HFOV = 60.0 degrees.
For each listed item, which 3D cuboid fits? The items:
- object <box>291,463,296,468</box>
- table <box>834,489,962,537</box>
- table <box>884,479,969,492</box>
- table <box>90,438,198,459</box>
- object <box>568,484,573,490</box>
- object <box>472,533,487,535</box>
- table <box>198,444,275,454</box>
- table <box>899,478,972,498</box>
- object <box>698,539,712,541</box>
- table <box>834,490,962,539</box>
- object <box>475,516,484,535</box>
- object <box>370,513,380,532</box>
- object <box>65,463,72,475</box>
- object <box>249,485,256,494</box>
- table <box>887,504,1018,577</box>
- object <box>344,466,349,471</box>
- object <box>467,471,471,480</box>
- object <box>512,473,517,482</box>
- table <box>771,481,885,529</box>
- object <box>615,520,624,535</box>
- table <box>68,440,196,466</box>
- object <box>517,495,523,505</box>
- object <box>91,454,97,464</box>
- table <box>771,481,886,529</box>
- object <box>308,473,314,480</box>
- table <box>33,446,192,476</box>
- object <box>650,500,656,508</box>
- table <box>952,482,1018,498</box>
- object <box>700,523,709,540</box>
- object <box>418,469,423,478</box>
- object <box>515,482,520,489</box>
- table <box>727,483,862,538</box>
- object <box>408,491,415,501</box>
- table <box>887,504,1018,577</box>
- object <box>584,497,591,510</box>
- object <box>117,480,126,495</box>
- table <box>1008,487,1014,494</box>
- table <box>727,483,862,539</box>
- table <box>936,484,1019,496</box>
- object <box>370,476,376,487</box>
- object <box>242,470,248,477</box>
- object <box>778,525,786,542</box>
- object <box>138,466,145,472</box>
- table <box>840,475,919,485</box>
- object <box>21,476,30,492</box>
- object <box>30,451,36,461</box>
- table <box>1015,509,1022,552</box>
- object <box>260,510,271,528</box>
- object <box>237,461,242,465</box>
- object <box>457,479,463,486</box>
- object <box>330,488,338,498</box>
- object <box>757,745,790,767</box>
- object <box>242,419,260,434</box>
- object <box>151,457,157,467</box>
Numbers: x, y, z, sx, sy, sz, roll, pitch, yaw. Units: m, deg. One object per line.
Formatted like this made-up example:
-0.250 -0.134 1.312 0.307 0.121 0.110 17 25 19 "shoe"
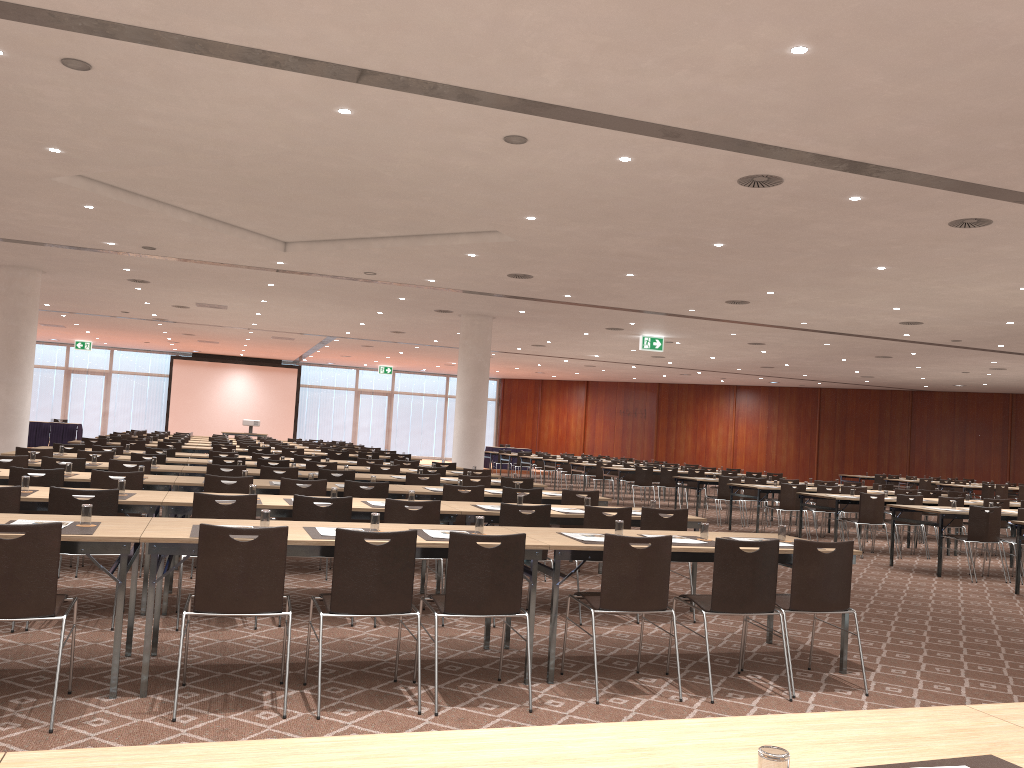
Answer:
-2.732 1.050 11.087 0.054 0.114 0.054 5 -3 -30 "object"
7.209 2.440 16.536 2.267 0.832 0.953 5 -3 -18 "table"
12.181 3.282 26.090 2.267 0.832 0.953 5 -3 -18 "table"
-8.086 1.670 19.352 2.267 0.832 0.953 5 -3 -18 "table"
0.666 1.202 10.123 0.054 0.114 0.054 1 -3 38 "object"
-0.207 0.951 5.605 0.102 0.001 0.102 1 -4 38 "object"
-5.938 1.841 20.066 2.267 0.832 0.953 5 -3 -18 "table"
13.695 3.522 28.700 2.267 0.832 0.953 5 -3 -18 "table"
1.325 1.072 6.110 0.102 0.001 0.102 1 -4 38 "object"
7.209 2.440 16.536 2.267 0.832 0.953 5 -3 -18 "table"
-0.205 0.893 5.599 0.054 0.114 0.054 1 -3 38 "object"
-0.833 0.843 5.395 0.054 0.114 0.054 1 -3 38 "object"
-4.240 0.811 8.484 0.054 0.114 0.054 1 -3 38 "object"
-2.074 0.863 7.086 0.054 0.114 0.054 5 -3 -30 "object"
6.328 2.132 12.029 2.267 0.832 0.953 5 -3 -18 "table"
-2.110 1.099 11.290 0.054 0.114 0.054 3 -3 15 "object"
-0.571 1.221 11.801 0.054 0.114 0.054 1 -3 38 "object"
0.033 1.270 12.014 0.054 0.114 0.054 5 -3 -30 "object"
6.575 2.509 18.432 2.267 0.832 0.953 5 -3 -18 "table"
0.714 0.966 5.913 0.054 0.114 0.054 3 -3 15 "object"
-7.452 1.601 17.456 2.267 0.832 0.953 5 -3 -18 "table"
0.070 1.035 7.812 0.054 0.114 0.054 3 -3 15 "object"
-4.888 0.879 10.380 0.054 0.114 0.054 5 -3 -30 "object"
6.575 2.509 18.432 2.267 0.832 0.953 5 -3 -18 "table"
-2.085 0.982 9.194 0.054 0.114 0.054 3 -3 15 "object"
-6.343 1.481 14.138 2.267 0.832 0.953 5 -3 -18 "table"
1.305 1.133 8.225 0.054 0.114 0.054 5 -3 -30 "object"
14.329 3.453 26.804 2.267 0.832 0.953 5 -3 -18 "table"
1.327 1.015 6.115 0.054 0.114 0.054 3 -3 15 "object"
-1.194 1.173 11.609 0.054 0.114 0.054 1 -3 38 "object"
0.061 1.153 9.912 0.054 0.114 0.054 1 -3 38 "object"
5.060 2.269 15.821 2.267 0.832 0.953 5 -3 -18 "table"
-0.851 0.962 7.509 0.054 0.114 0.054 5 -3 -30 "object"
6.328 2.132 12.029 2.267 0.832 0.953 5 -3 -18 "table"
0.681 1.084 8.022 0.054 0.114 0.054 3 -3 15 "object"
-2.988 0.791 6.785 0.054 0.114 0.054 3 -3 15 "object"
14.963 3.384 24.908 2.267 0.832 0.953 5 -3 -18 "table"
5.060 2.269 15.821 2.267 0.832 0.953 5 -3 -18 "table"
12.815 3.213 24.193 2.267 0.832 0.953 5 -3 -18 "table"
-1.470 1.031 9.394 0.054 0.114 0.054 3 -3 15 "object"
-2.707 0.932 8.982 0.054 0.114 0.054 3 -3 15 "object"
1.926 1.063 6.327 0.054 0.114 0.054 1 -3 38 "object"
-3.630 0.859 8.684 0.054 0.114 0.054 1 -3 38 "object"
11.547 3.351 27.986 2.267 0.832 0.953 5 -3 -18 "table"
-3.617 0.742 6.590 0.054 0.114 0.054 4 -3 -7 "object"
-5.498 0.830 10.178 0.054 0.114 0.054 5 -3 -30 "object"
8.477 2.302 12.743 2.267 0.832 0.953 5 -3 -18 "table"
-1.444 0.794 5.188 0.054 0.114 0.054 1 -3 38 "object"
-3.346 1.001 10.890 0.054 0.114 0.054 5 -3 -30 "object"
-0.569 1.103 9.708 0.054 0.114 0.054 4 -3 -7 "object"
-1.467 0.913 7.308 0.054 0.114 0.054 5 -3 -30 "object"
0.461 0.705 1.568 0.054 0.114 0.054 1 -3 38 "object"
-9.059 1.480 30.776 0.576 0.472 0.614 4 -3 -18 "object"
-4.268 0.928 10.577 0.054 0.114 0.054 1 -3 38 "object"
